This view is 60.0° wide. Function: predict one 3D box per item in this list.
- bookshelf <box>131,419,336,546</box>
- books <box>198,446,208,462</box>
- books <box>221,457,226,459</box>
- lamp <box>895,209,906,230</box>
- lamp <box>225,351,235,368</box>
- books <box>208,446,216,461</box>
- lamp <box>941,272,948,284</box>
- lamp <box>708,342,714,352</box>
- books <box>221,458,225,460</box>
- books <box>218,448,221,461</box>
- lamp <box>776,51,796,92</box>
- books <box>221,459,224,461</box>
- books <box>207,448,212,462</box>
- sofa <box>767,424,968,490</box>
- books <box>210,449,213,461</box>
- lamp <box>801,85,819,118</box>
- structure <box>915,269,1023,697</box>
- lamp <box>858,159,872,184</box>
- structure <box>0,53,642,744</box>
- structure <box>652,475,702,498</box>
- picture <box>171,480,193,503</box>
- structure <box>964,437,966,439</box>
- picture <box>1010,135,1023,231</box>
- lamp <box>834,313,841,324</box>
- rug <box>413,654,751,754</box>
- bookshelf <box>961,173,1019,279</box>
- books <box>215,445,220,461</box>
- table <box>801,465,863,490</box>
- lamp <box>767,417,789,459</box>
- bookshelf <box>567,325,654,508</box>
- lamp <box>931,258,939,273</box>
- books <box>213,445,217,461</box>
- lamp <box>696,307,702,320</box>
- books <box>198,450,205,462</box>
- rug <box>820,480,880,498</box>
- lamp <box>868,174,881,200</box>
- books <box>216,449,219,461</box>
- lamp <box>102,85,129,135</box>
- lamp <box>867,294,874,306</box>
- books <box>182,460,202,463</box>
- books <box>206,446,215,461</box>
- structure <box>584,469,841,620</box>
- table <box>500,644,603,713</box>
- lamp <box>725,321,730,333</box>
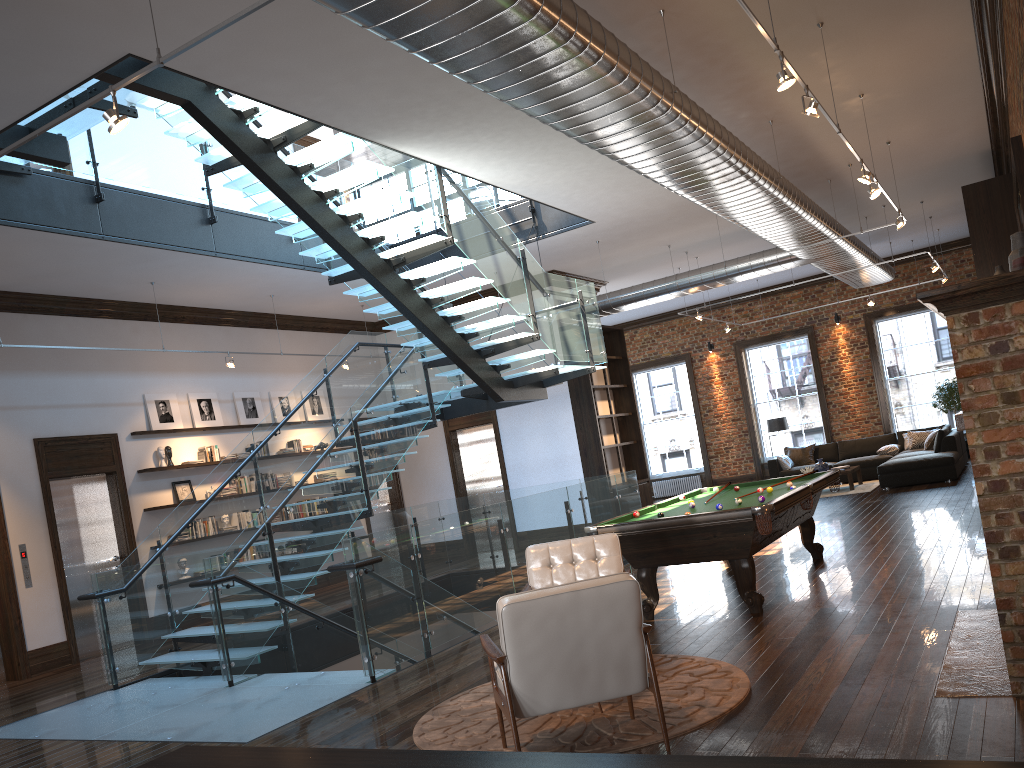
[{"bbox_3d":[-3.695,1.613,13.255,0.201,2.051,4.060,-10,-4,30],"label":"bookshelf"},{"bbox_3d":[-4.316,0.992,12.405,0.143,0.228,0.014,-11,-1,30],"label":"books"},{"bbox_3d":[-4.109,1.059,12.745,0.126,0.014,0.213,-13,-6,30],"label":"books"},{"bbox_3d":[4.436,-1.877,10.138,0.114,0.230,0.113,-11,-2,44],"label":"lamp"},{"bbox_3d":[-3.751,-0.319,11.771,0.113,0.230,0.114,-9,-1,-16],"label":"lamp"},{"bbox_3d":[-4.250,0.990,12.509,0.134,0.228,0.024,-11,-1,30],"label":"books"},{"bbox_3d":[7.763,-1.922,15.923,0.113,0.230,0.114,-9,-1,-21],"label":"lamp"},{"bbox_3d":[4.637,-0.870,20.730,0.127,0.236,0.154,-11,-2,30],"label":"lamp"},{"bbox_3d":[-4.095,1.072,12.756,0.160,0.014,0.182,-13,-6,30],"label":"books"},{"bbox_3d":[-4.198,1.014,12.611,0.129,0.181,0.012,-11,-1,30],"label":"books"},{"bbox_3d":[1.600,-1.847,5.219,0.116,0.212,0.118,-9,-2,-19],"label":"lamp"},{"bbox_3d":[-4.102,1.087,12.746,0.157,0.015,0.210,-13,-6,30],"label":"books"},{"bbox_3d":[-4.286,1.004,12.425,0.165,0.198,0.029,-11,-1,30],"label":"books"},{"bbox_3d":[6.335,1.454,16.347,3.525,0.802,3.437,-13,-6,30],"label":"sofa"},{"bbox_3d":[-4.272,1.015,12.451,0.158,0.177,0.029,-11,-1,30],"label":"books"},{"bbox_3d":[1.944,-1.843,5.814,0.114,0.230,0.113,-10,-1,4],"label":"lamp"},{"bbox_3d":[2.675,0.478,4.801,0.893,1.904,1.991,-10,-3,30],"label":"structure"},{"bbox_3d":[3.080,-1.859,7.779,0.113,0.230,0.114,-9,-1,-31],"label":"lamp"},{"bbox_3d":[-1.598,0.808,9.424,3.599,14.472,7.011,-10,-1,30],"label":"structure"},{"bbox_3d":[4.019,2.494,21.533,1.311,0.395,0.214,-13,-3,30],"label":"structure"},{"bbox_3d":[-4.470,1.466,12.085,0.078,0.299,0.299,-10,-3,30],"label":"picture"},{"bbox_3d":[8.887,1.392,18.646,1.311,0.395,0.214,-13,-3,30],"label":"structure"},{"bbox_3d":[5.188,-0.568,8.655,0.081,2.996,3.188,-10,-3,30],"label":"picture"},{"bbox_3d":[7.073,-1.421,19.285,0.127,0.236,0.154,-11,-2,30],"label":"lamp"},{"bbox_3d":[0.394,1.860,5.206,1.984,0.015,1.962,-13,-6,32],"label":"rug"},{"bbox_3d":[8.236,-0.662,14.486,0.604,3.992,7.380,-10,-4,30],"label":"bookshelf"},{"bbox_3d":[-4.213,0.990,12.602,0.120,0.232,0.014,-11,-1,30],"label":"books"},{"bbox_3d":[5.742,1.764,16.101,1.007,0.345,0.997,-12,-5,30],"label":"table"},{"bbox_3d":[5.455,1.444,18.219,0.417,1.464,0.692,-9,-1,-31],"label":"lamp"},{"bbox_3d":[1.659,0.770,15.069,0.403,3.511,1.774,-10,-1,30],"label":"bookshelf"},{"bbox_3d":[6.763,-1.908,14.190,0.113,0.230,0.114,-10,-1,6],"label":"lamp"},{"bbox_3d":[-4.234,0.991,12.554,0.112,0.228,0.024,-11,-1,30],"label":"books"},{"bbox_3d":[3.197,-1.199,15.227,0.113,0.230,0.115,-9,-2,-39],"label":"lamp"},{"bbox_3d":[-4.334,1.020,12.382,0.129,0.175,0.050,-11,-1,30],"label":"books"},{"bbox_3d":[5.583,1.964,16.064,2.036,0.003,2.106,-13,-6,30],"label":"rug"},{"bbox_3d":[3.410,-1.864,8.354,0.114,0.230,0.113,-10,-1,9],"label":"lamp"},{"bbox_3d":[-4.214,1.016,12.578,0.132,0.178,0.034,-11,-1,30],"label":"books"},{"bbox_3d":[-1.909,-1.320,4.274,0.114,0.230,0.113,-10,-1,19],"label":"lamp"},{"bbox_3d":[7.093,-1.658,17.551,0.113,0.230,0.114,-10,-1,-1],"label":"lamp"},{"bbox_3d":[-4.409,1.070,12.230,0.143,0.011,0.254,-12,-6,28],"label":"books"},{"bbox_3d":[-4.257,0.993,12.464,0.165,0.216,0.012,-11,-1,30],"label":"books"},{"bbox_3d":[2.017,1.423,8.082,1.564,0.849,2.945,-12,-5,30],"label":"structure"},{"bbox_3d":[0.232,1.641,5.142,0.517,0.494,0.463,-10,-3,5],"label":"table"},{"bbox_3d":[4.361,-1.152,17.940,0.113,0.230,0.114,-9,-1,-19],"label":"lamp"}]
